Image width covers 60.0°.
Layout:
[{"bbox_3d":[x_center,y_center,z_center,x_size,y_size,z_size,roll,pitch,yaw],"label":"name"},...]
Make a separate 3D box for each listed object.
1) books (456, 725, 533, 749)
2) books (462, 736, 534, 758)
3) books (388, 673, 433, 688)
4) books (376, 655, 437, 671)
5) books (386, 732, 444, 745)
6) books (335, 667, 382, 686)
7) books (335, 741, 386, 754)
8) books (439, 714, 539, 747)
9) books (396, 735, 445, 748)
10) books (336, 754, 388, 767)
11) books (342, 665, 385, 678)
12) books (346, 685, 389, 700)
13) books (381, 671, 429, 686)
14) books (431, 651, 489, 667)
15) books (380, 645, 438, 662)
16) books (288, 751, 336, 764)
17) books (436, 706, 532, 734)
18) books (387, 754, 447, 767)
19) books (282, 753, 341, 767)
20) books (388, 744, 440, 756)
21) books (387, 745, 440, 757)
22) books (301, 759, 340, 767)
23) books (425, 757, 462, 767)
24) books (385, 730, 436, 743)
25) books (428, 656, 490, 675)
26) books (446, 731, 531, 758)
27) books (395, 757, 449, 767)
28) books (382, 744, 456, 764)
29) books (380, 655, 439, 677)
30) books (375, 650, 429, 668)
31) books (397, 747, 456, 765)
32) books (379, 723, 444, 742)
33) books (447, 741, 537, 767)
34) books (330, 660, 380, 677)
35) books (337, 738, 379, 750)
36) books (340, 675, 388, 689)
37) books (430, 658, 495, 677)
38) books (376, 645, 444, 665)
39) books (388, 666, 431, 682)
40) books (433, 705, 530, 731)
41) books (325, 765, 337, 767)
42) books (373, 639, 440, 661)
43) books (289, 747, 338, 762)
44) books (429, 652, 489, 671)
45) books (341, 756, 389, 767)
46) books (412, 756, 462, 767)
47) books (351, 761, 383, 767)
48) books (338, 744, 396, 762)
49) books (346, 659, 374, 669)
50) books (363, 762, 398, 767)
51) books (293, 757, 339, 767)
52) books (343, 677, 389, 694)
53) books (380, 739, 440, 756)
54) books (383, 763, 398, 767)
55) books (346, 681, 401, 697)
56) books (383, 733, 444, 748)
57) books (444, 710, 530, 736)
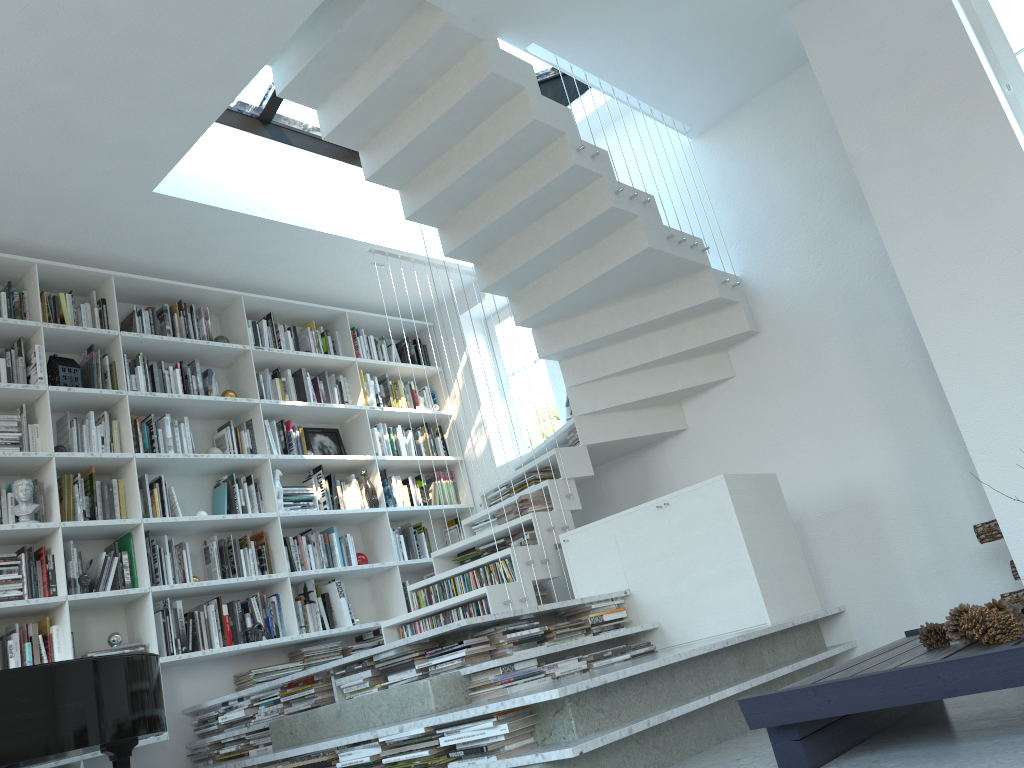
[{"bbox_3d":[-0.055,1.118,2.814,0.225,0.019,0.137,-29,-22,38],"label":"books"},{"bbox_3d":[-0.044,1.150,2.808,0.206,0.014,0.132,-28,-22,37],"label":"books"},{"bbox_3d":[-0.406,1.257,3.779,0.142,0.020,0.231,3,-24,-43],"label":"books"},{"bbox_3d":[-0.433,1.186,3.791,0.251,0.009,0.187,-28,-22,37],"label":"books"},{"bbox_3d":[-0.284,1.188,3.009,0.285,0.008,0.133,-26,-21,34],"label":"books"},{"bbox_3d":[-0.645,1.305,3.978,0.251,0.029,0.174,-27,-22,35],"label":"books"},{"bbox_3d":[-0.502,1.293,3.190,0.139,0.013,0.289,3,-24,-43],"label":"books"},{"bbox_3d":[-0.074,1.096,2.806,0.288,0.027,0.157,-26,-21,33],"label":"books"},{"bbox_3d":[-0.279,1.201,3.007,0.133,0.009,0.210,3,-25,-44],"label":"books"},{"bbox_3d":[-0.500,1.332,3.169,0.183,0.016,0.180,-27,-21,34],"label":"books"},{"bbox_3d":[-0.644,1.284,3.992,0.209,0.017,0.145,-26,-21,33],"label":"books"},{"bbox_3d":[-0.618,1.374,3.967,0.132,0.016,0.263,3,-24,-43],"label":"books"},{"bbox_3d":[-0.412,1.245,3.780,0.154,0.007,0.293,4,-25,-45],"label":"books"},{"bbox_3d":[-0.213,1.124,3.627,0.134,0.006,0.227,3,-25,-44],"label":"books"},{"bbox_3d":[-0.439,1.155,3.804,0.170,0.008,0.209,4,-25,-45],"label":"books"},{"bbox_3d":[-0.714,1.409,3.379,0.269,0.007,0.157,-28,-22,37],"label":"books"},{"bbox_3d":[-0.086,1.065,2.811,0.267,0.010,0.176,-26,-21,34],"label":"books"},{"bbox_3d":[-0.273,1.255,2.981,0.269,0.006,0.170,-28,-22,37],"label":"books"},{"bbox_3d":[-0.721,1.418,3.365,0.281,0.014,0.170,-27,-21,34],"label":"books"},{"bbox_3d":[-0.276,1.220,2.999,0.292,0.007,0.131,-26,-21,34],"label":"books"},{"bbox_3d":[-0.281,1.224,2.991,0.150,0.004,0.291,3,-25,-44],"label":"books"},{"bbox_3d":[-0.707,1.441,3.368,0.240,0.017,0.142,-26,-21,34],"label":"books"},{"bbox_3d":[-0.280,1.277,2.960,0.191,0.016,0.209,3,-24,-43],"label":"books"},{"bbox_3d":[-0.301,1.178,2.996,0.178,0.010,0.196,3,-24,-43],"label":"books"},{"bbox_3d":[-0.216,1.146,3.610,0.161,0.014,0.213,3,-25,-44],"label":"books"},{"bbox_3d":[-0.072,1.133,2.785,0.187,0.017,0.206,3,-24,-43],"label":"books"},{"bbox_3d":[-0.282,1.260,2.968,0.191,0.006,0.276,4,-25,-46],"label":"books"},{"bbox_3d":[-0.287,1.232,2.979,0.247,0.015,0.191,-29,-22,38],"label":"books"},{"bbox_3d":[-0.425,1.203,3.790,0.231,0.026,0.177,-28,-22,37],"label":"books"},{"bbox_3d":[-0.435,1.171,3.798,0.282,0.013,0.168,-27,-21,34],"label":"books"},{"bbox_3d":[-0.270,1.247,2.990,0.197,0.014,0.154,-28,-22,37],"label":"books"},{"bbox_3d":[-0.304,1.166,2.999,0.182,0.016,0.257,4,-25,-45],"label":"books"},{"bbox_3d":[-0.060,1.163,2.781,0.184,0.017,0.231,4,-25,-46],"label":"books"},{"bbox_3d":[-0.663,1.268,3.979,0.257,0.014,0.192,-26,-21,34],"label":"books"},{"bbox_3d":[-0.505,1.281,3.194,0.157,0.014,0.216,4,-25,-46],"label":"books"},{"bbox_3d":[-0.643,1.325,3.967,0.178,0.015,0.188,3,-24,-43],"label":"books"},{"bbox_3d":[-0.202,1.157,3.618,0.250,0.009,0.144,-28,-22,37],"label":"books"},{"bbox_3d":[-0.437,1.162,3.802,0.261,0.007,0.171,-27,-22,35],"label":"books"},{"bbox_3d":[-0.413,1.229,3.789,0.190,0.028,0.155,-29,-22,38],"label":"books"},{"bbox_3d":[-0.094,1.053,2.809,0.257,0.014,0.192,-26,-21,34],"label":"books"},{"bbox_3d":[-0.709,1.459,3.354,0.244,0.025,0.160,-26,-21,33],"label":"books"},{"bbox_3d":[-0.452,1.140,3.798,0.189,0.022,0.238,3,-24,-43],"label":"books"},{"bbox_3d":[-0.718,1.402,3.378,0.239,0.008,0.160,-29,-22,38],"label":"books"},{"bbox_3d":[-0.215,1.133,3.619,0.208,0.015,0.152,-27,-21,34],"label":"books"},{"bbox_3d":[-0.496,1.343,3.167,0.171,0.007,0.261,4,-25,-45],"label":"books"},{"bbox_3d":[-0.276,1.267,2.971,0.277,0.009,0.178,-27,-22,35],"label":"books"},{"bbox_3d":[-0.482,1.352,3.177,0.267,0.010,0.145,-28,-22,36],"label":"books"},{"bbox_3d":[-0.496,1.312,3.186,0.223,0.028,0.141,-26,-21,33],"label":"books"},{"bbox_3d":[-0.646,1.257,4.005,0.134,0.014,0.182,3,-24,-43],"label":"books"},{"bbox_3d":[-0.495,1.361,3.157,0.215,0.013,0.189,-27,-22,35],"label":"books"},{"bbox_3d":[-0.708,1.429,3.374,0.218,0.008,0.150,-28,-22,36],"label":"books"},{"bbox_3d":[-0.631,1.343,3.970,0.193,0.024,0.167,-29,-22,38],"label":"books"},{"bbox_3d":[-0.292,1.210,2.987,0.282,0.013,0.168,-26,-21,33],"label":"books"},{"bbox_3d":[-0.489,1.370,3.158,0.268,0.008,0.180,-28,-22,36],"label":"books"},{"bbox_3d":[-0.615,1.362,3.978,0.259,0.013,0.136,-28,-22,37],"label":"books"},{"bbox_3d":[-0.290,1.193,2.999,0.252,0.006,0.175,-28,-22,37],"label":"books"},{"bbox_3d":[-0.079,1.077,2.812,0.165,0.015,0.243,3,-25,-44],"label":"books"}]
